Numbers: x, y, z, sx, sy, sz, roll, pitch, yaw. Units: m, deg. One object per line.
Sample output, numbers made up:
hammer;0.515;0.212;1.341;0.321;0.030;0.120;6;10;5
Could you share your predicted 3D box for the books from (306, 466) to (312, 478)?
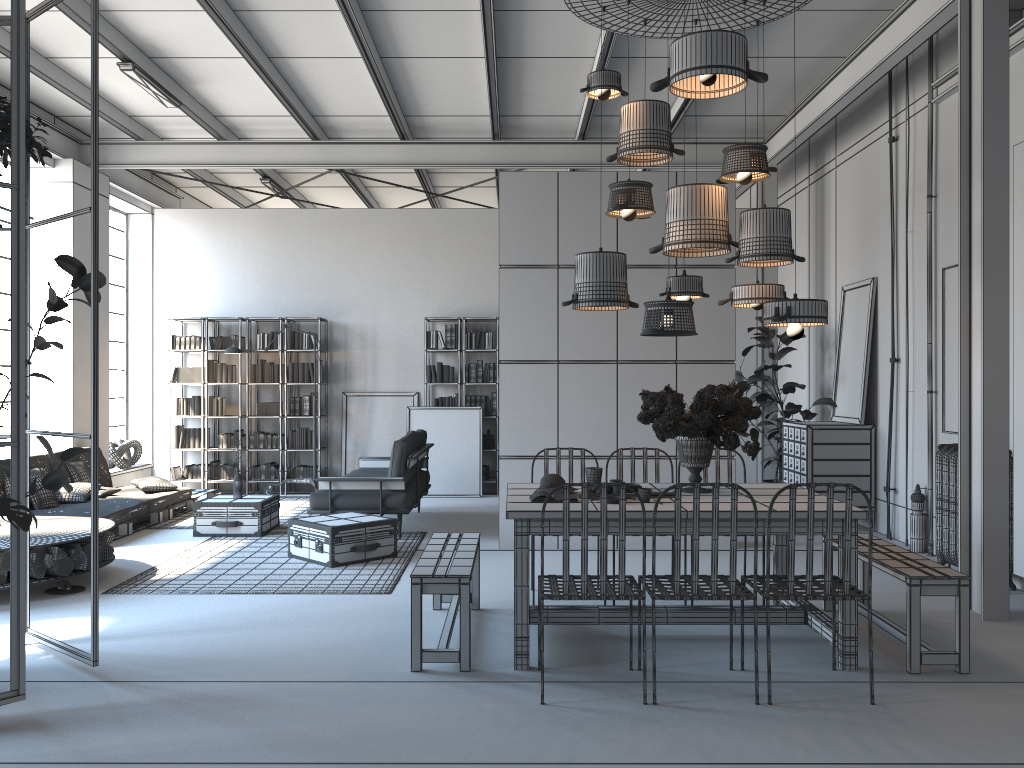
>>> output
books;-3.404;1.501;14.939;0.052;0.228;0.314;0;0;0

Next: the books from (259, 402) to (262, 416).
books;-4.221;0.426;14.893;0.015;0.230;0.174;0;0;0

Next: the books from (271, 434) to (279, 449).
books;-3.962;0.973;14.954;0.101;0.241;0.337;0;0;1

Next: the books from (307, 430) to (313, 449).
books;-3.385;0.933;14.898;0.075;0.318;0.234;0;0;0

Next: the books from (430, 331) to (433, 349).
books;-1.329;-0.732;14.792;0.041;0.301;0.232;0;0;0

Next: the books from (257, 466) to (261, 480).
books;-4.238;1.501;15.005;0.052;0.228;0.314;0;0;0

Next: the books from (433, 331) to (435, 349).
books;-1.288;-0.732;14.792;0.041;0.301;0.232;0;0;0

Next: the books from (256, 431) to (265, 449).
books;-4.234;0.947;14.935;0.040;0.279;0.381;0;0;0

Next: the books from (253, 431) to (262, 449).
books;-4.280;0.947;14.948;0.057;0.287;0.355;0;0;0

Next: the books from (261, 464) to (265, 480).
books;-4.170;1.480;15.030;0.079;0.268;0.368;0;0;0

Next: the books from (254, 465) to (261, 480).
books;-4.289;1.502;15.005;0.052;0.228;0.314;0;0;0

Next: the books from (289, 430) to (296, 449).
books;-3.695;0.933;14.913;0.075;0.318;0.234;0;0;0

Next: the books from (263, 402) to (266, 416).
books;-4.145;0.426;14.893;0.015;0.230;0.174;0;0;0

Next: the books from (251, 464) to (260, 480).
books;-4.346;1.496;15.024;0.061;0.239;0.352;0;0;0

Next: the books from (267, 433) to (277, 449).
books;-4.042;0.965;14.943;0.064;0.250;0.361;0;0;0

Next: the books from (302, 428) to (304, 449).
books;-3.479;0.913;14.871;0.035;0.362;0.263;0;0;0

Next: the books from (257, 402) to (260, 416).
books;-4.251;0.426;14.893;0.015;0.230;0.174;0;0;0

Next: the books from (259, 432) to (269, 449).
books;-4.174;0.955;14.942;0.079;0.266;0.366;0;0;0

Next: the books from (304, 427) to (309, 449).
books;-3.444;0.913;14.872;0.035;0.362;0.263;0;0;0

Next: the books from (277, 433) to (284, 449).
books;-3.879;0.965;14.942;0.061;0.247;0.361;0;0;0

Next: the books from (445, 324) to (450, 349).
books;-1.065;-0.787;14.904;0.088;0.413;0.415;0;0;0

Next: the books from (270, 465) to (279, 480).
books;-4.011;1.496;15.016;0.073;0.241;0.339;0;0;0

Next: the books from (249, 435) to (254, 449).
books;-4.344;0.971;14.955;0.073;0.238;0.337;0;0;0

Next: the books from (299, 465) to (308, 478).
books;-3.518;1.495;14.951;0.073;0.241;0.339;0;0;0

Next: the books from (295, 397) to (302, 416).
books;-3.593;0.378;14.922;0.075;0.317;0.231;0;0;0

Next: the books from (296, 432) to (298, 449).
books;-3.584;0.945;14.871;0.029;0.295;0.215;0;0;0

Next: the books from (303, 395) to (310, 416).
books;-3.436;0.363;14.918;0.119;0.344;0.252;0;0;0

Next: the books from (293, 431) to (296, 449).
books;-3.643;0.945;14.870;0.029;0.295;0.215;0;0;0

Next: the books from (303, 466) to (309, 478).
books;-3.455;1.499;14.939;0.052;0.228;0.314;0;0;0

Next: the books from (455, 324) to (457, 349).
books;-0.928;-0.791;14.883;0.035;0.424;0.354;0;0;0

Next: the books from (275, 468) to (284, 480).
books;-3.927;1.514;15.006;0.089;0.204;0.313;0;0;2

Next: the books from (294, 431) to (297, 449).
books;-3.614;0.945;14.871;0.029;0.295;0.215;0;0;0

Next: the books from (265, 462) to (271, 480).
books;-4.110;1.472;15.036;0.040;0.282;0.383;0;0;0

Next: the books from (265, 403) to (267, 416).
books;-4.115;0.426;14.893;0.015;0.230;0.174;0;0;0

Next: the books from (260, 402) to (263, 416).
books;-4.206;0.426;14.893;0.015;0.230;0.174;0;0;0

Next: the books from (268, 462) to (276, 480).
books;-4.069;1.471;15.023;0.043;0.290;0.357;0;0;0

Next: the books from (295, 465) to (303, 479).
books;-3.585;1.495;14.958;0.061;0.239;0.352;0;0;0

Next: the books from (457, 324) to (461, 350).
books;-0.882;-0.789;14.897;0.043;0.424;0.394;0;0;0

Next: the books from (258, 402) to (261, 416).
books;-4.236;0.426;14.893;0.015;0.230;0.174;0;0;0

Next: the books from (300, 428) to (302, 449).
books;-3.515;0.913;14.872;0.035;0.362;0.263;0;0;0

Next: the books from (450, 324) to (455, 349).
books;-0.984;-0.788;14.904;0.073;0.410;0.412;0;0;0

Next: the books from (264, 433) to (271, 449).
books;-4.103;0.965;14.944;0.059;0.248;0.358;0;0;0

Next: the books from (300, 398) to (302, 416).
books;-3.537;0.390;14.949;0.029;0.294;0.212;0;0;0

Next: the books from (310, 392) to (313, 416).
books;-3.346;0.336;14.963;0.049;0.394;0.288;0;0;0

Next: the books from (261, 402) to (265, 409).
books;-4.176;0.426;14.893;0.015;0.230;0.174;0;0;0

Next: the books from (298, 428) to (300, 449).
books;-3.550;0.913;14.871;0.035;0.362;0.263;0;0;0

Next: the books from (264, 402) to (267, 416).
books;-4.130;0.426;14.893;0.015;0.230;0.174;0;0;0

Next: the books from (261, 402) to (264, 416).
books;-4.191;0.426;14.893;0.015;0.230;0.174;0;0;0

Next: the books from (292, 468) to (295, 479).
books;-3.639;1.512;14.941;0.043;0.206;0.314;0;0;0

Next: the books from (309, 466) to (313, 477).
books;-3.352;1.500;14.939;0.052;0.228;0.314;0;0;0

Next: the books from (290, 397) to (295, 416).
books;-3.670;0.378;14.908;0.075;0.317;0.231;0;0;0
